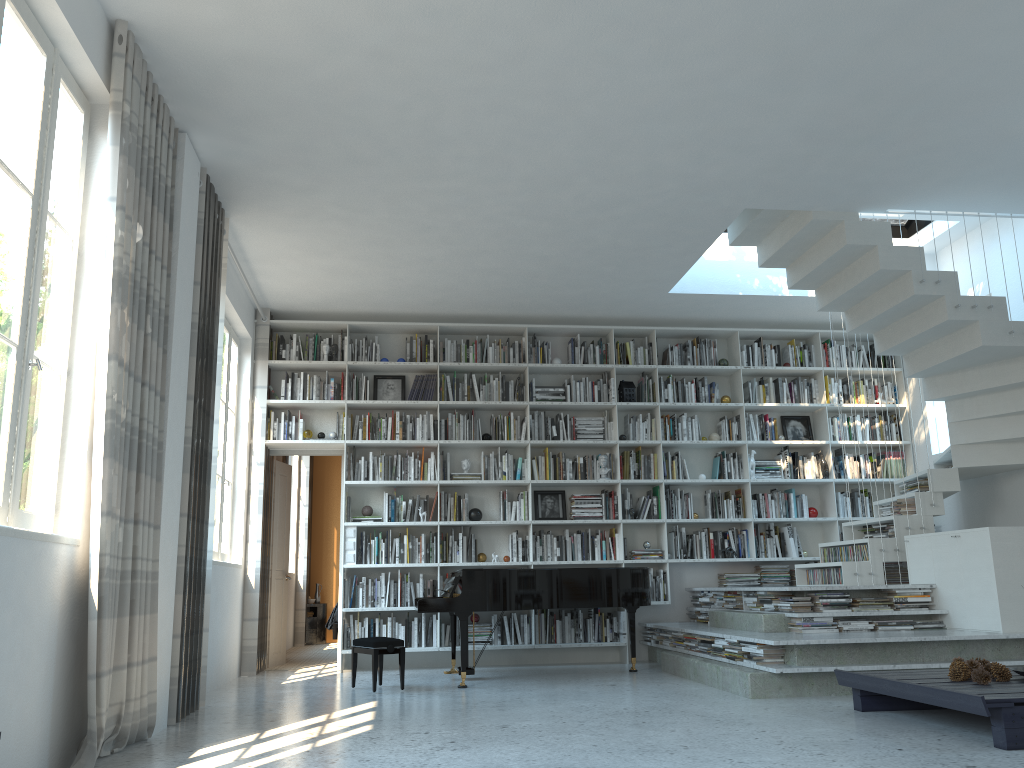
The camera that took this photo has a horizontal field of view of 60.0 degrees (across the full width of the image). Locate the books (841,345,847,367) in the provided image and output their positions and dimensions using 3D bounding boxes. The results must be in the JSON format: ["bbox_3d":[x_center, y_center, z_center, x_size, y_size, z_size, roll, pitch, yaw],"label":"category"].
[{"bbox_3d":[3.329,-0.244,8.994,0.029,0.263,0.179,0,-13,-7],"label":"books"}]

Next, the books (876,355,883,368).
[{"bbox_3d":[3.709,-0.221,9.020,0.012,0.215,0.193,0,-13,-7],"label":"books"}]

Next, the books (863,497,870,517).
[{"bbox_3d":[3.441,1.215,8.677,0.021,0.205,0.175,0,-13,-7],"label":"books"}]

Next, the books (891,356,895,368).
[{"bbox_3d":[3.837,-0.230,9.040,0.025,0.237,0.188,0,-13,-7],"label":"books"}]

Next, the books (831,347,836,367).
[{"bbox_3d":[3.219,-0.237,8.971,0.023,0.243,0.183,0,-13,-7],"label":"books"}]

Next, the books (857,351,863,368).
[{"bbox_3d":[3.510,-0.216,9.013,0.057,0.211,0.163,0,-13,-7],"label":"books"}]

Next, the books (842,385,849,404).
[{"bbox_3d":[3.303,0.124,8.841,0.025,0.211,0.135,0,-13,-7],"label":"books"}]

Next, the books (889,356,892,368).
[{"bbox_3d":[3.816,-0.232,9.051,0.014,0.247,0.185,0,-13,-7],"label":"books"}]

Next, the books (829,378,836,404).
[{"bbox_3d":[3.148,0.091,8.800,0.026,0.262,0.189,0,-13,-7],"label":"books"}]

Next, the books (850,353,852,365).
[{"bbox_3d":[3.412,-0.221,9.018,0.014,0.225,0.133,0,-13,-7],"label":"books"}]

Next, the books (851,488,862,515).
[{"bbox_3d":[3.381,1.174,8.696,0.013,0.296,0.141,0,-13,-7],"label":"books"}]

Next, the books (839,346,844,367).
[{"bbox_3d":[3.304,-0.242,8.990,0.022,0.258,0.163,0,-13,-7],"label":"books"}]

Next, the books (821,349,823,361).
[{"bbox_3d":[3.086,-0.274,8.954,0.011,0.312,0.173,0,-13,-7],"label":"books"}]

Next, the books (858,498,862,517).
[{"bbox_3d":[3.362,1.221,8.683,0.027,0.200,0.164,0,-13,-7],"label":"books"}]

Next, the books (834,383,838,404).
[{"bbox_3d":[3.184,0.113,8.811,0.049,0.223,0.162,0,-13,-7],"label":"books"}]

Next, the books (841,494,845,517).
[{"bbox_3d":[3.191,1.200,8.656,0.037,0.235,0.153,0,-13,-7],"label":"books"}]

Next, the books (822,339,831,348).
[{"bbox_3d":[3.198,-0.276,8.992,0.014,0.330,0.143,0,-12,-7],"label":"books"}]

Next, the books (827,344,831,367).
[{"bbox_3d":[3.168,-0.252,8.957,0.012,0.268,0.185,0,-13,-7],"label":"books"}]

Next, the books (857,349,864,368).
[{"bbox_3d":[3.541,-0.225,9.033,0.010,0.235,0.132,0,-13,-7],"label":"books"}]

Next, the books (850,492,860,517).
[{"bbox_3d":[3.324,1.191,8.656,0.027,0.248,0.184,0,-13,-7],"label":"books"}]

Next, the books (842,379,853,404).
[{"bbox_3d":[3.329,0.100,8.830,0.023,0.253,0.190,0,-13,-7],"label":"books"}]

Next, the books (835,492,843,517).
[{"bbox_3d":[3.161,1.190,8.646,0.024,0.251,0.176,0,-13,-7],"label":"books"}]

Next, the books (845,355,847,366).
[{"bbox_3d":[3.349,-0.231,8.992,0.011,0.236,0.148,0,-13,-7],"label":"books"}]

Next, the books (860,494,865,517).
[{"bbox_3d":[3.396,1.205,8.685,0.014,0.230,0.172,0,-13,-7],"label":"books"}]

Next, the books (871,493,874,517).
[{"bbox_3d":[3.501,1.203,8.703,0.013,0.239,0.166,0,-13,-7],"label":"books"}]

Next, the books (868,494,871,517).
[{"bbox_3d":[3.467,1.203,8.699,0.014,0.237,0.146,0,-13,-7],"label":"books"}]

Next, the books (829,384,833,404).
[{"bbox_3d":[3.123,0.121,8.799,0.024,0.205,0.166,0,-13,-7],"label":"books"}]

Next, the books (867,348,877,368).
[{"bbox_3d":[3.666,-0.232,9.037,0.068,0.246,0.161,0,-13,-7],"label":"books"}]

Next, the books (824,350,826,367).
[{"bbox_3d":[3.133,-0.224,8.975,0.025,0.222,0.137,0,-13,-7],"label":"books"}]

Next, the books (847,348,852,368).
[{"bbox_3d":[3.394,-0.230,8.999,0.025,0.236,0.144,0,-13,-7],"label":"books"}]

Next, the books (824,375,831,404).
[{"bbox_3d":[3.105,0.078,8.806,0.010,0.293,0.183,0,-13,-7],"label":"books"}]

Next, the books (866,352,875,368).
[{"bbox_3d":[3.624,-0.210,9.010,0.024,0.192,0.187,0,-13,-7],"label":"books"}]

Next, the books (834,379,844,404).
[{"bbox_3d":[3.242,0.097,8.832,0.023,0.263,0.158,0,-13,-7],"label":"books"}]

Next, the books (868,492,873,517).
[{"bbox_3d":[3.488,1.196,8.707,0.012,0.253,0.161,0,-13,-7],"label":"books"}]

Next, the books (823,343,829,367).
[{"bbox_3d":[3.154,-0.258,8.970,0.013,0.285,0.151,0,-13,-7],"label":"books"}]

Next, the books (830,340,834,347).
[{"bbox_3d":[3.233,-0.273,8.998,0.012,0.325,0.151,0,-12,-7],"label":"books"}]

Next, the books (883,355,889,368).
[{"bbox_3d":[3.768,-0.256,9.032,0.014,0.286,0.190,0,-13,-7],"label":"books"}]

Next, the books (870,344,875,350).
[{"bbox_3d":[3.718,-0.263,9.054,0.014,0.312,0.162,0,-13,-7],"label":"books"}]

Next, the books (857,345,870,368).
[{"bbox_3d":[3.574,-0.245,9.038,0.069,0.276,0.132,0,-13,-7],"label":"books"}]

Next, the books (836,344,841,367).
[{"bbox_3d":[3.279,-0.249,8.993,0.027,0.275,0.148,0,-13,-7],"label":"books"}]

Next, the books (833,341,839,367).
[{"bbox_3d":[3.247,-0.266,8.983,0.012,0.305,0.185,0,-13,-7],"label":"books"}]

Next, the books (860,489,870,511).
[{"bbox_3d":[3.455,1.179,8.695,0.011,0.284,0.161,0,-13,-7],"label":"books"}]

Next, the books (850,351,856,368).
[{"bbox_3d":[3.433,-0.215,9.005,0.026,0.207,0.163,0,-13,-7],"label":"books"}]

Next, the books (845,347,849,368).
[{"bbox_3d":[3.367,-0.235,9.006,0.027,0.249,0.155,0,-13,-7],"label":"books"}]

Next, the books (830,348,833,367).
[{"bbox_3d":[3.185,-0.231,8.958,0.022,0.228,0.175,0,-13,-7],"label":"books"}]

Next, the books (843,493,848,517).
[{"bbox_3d":[3.220,1.197,8.661,0.022,0.241,0.151,0,-13,-7],"label":"books"}]

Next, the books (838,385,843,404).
[{"bbox_3d":[3.221,0.127,8.807,0.024,0.193,0.190,0,-13,-7],"label":"books"}]

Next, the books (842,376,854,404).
[{"bbox_3d":[3.350,0.080,8.842,0.022,0.296,0.152,0,-13,-7],"label":"books"}]

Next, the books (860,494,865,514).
[{"bbox_3d":[3.414,1.203,8.705,0.027,0.241,0.132,0,-13,-7],"label":"books"}]

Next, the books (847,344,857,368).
[{"bbox_3d":[3.459,-0.251,9.023,0.012,0.284,0.160,0,-13,-7],"label":"books"}]

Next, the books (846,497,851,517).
[{"bbox_3d":[3.246,1.216,8.655,0.029,0.201,0.173,0,-13,-7],"label":"books"}]

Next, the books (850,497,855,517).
[{"bbox_3d":[3.295,1.216,8.674,0.025,0.207,0.149,0,-13,-7],"label":"books"}]

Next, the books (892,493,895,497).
[{"bbox_3d":[3.810,1.199,8.747,0.012,0.253,0.161,0,-13,-7],"label":"books"}]

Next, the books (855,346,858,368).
[{"bbox_3d":[3.473,-0.241,9.018,0.015,0.262,0.143,0,-13,-7],"label":"books"}]

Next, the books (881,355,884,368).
[{"bbox_3d":[3.751,-0.251,9.060,0.012,0.291,0.140,0,-13,-7],"label":"books"}]

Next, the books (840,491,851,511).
[{"bbox_3d":[3.269,1.189,8.684,0.024,0.266,0.133,0,-13,-7],"label":"books"}]

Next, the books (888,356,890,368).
[{"bbox_3d":[3.792,-0.202,9.037,0.036,0.182,0.162,0,-13,-7],"label":"books"}]

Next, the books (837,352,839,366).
[{"bbox_3d":[3.259,-0.242,8.987,0.014,0.259,0.168,0,-13,-7],"label":"books"}]

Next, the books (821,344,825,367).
[{"bbox_3d":[3.111,-0.252,8.967,0.022,0.274,0.160,0,-13,-7],"label":"books"}]

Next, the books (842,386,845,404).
[{"bbox_3d":[3.268,0.138,8.869,0.038,0.198,0.171,0,-13,-7],"label":"books"}]
